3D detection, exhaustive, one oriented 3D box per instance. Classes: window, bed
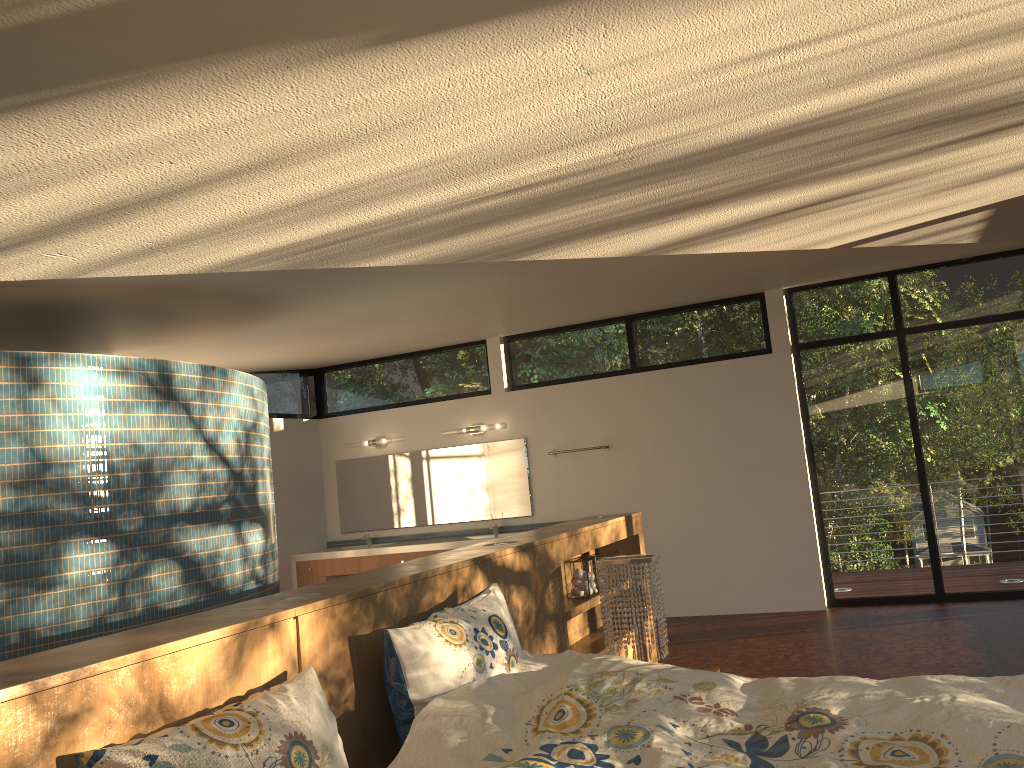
[{"bbox_3d":[-0.862,0.336,2.570,6.679,2.516,10.556,-9,-7,22],"label":"window"},{"bbox_3d":[0.570,1.010,1.793,2.102,0.713,1.872,-9,-7,22],"label":"bed"}]

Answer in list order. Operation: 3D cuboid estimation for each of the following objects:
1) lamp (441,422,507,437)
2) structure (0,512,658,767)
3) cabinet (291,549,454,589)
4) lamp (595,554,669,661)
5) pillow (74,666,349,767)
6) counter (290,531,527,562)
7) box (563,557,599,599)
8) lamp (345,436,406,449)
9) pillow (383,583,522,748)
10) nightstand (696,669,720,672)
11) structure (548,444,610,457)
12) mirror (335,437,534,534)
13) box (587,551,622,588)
[{"bbox_3d":[-0.321,0.398,7.726,0.605,0.070,0.120,-8,-7,21],"label":"lamp"},{"bbox_3d":[-0.609,1.038,2.111,0.300,0.975,5.933,-9,-7,24],"label":"structure"},{"bbox_3d":[-0.757,1.769,7.554,2.224,0.711,0.562,-8,-7,21],"label":"cabinet"},{"bbox_3d":[0.524,1.065,3.597,0.254,0.731,0.166,-8,-7,22],"label":"lamp"},{"bbox_3d":[-0.533,0.832,1.733,0.261,0.405,0.617,-9,-7,24],"label":"pillow"},{"bbox_3d":[-0.792,1.416,7.595,2.225,0.111,0.563,-8,-7,21],"label":"counter"},{"bbox_3d":[0.324,0.909,4.146,0.113,0.171,0.127,-8,-7,22],"label":"box"},{"bbox_3d":[-1.230,0.533,8.072,0.605,0.070,0.120,-8,-7,21],"label":"lamp"},{"bbox_3d":[-0.142,0.836,2.533,0.246,0.439,0.636,-9,-7,27],"label":"pillow"},{"bbox_3d":[0.509,1.375,3.402,0.466,0.347,0.794,-9,-7,23],"label":"nightstand"},{"bbox_3d":[0.559,0.556,7.411,0.525,0.056,0.203,-8,-7,21],"label":"structure"},{"bbox_3d":[-0.721,0.926,7.938,1.913,0.678,0.102,-8,-7,21],"label":"mirror"},{"bbox_3d":[0.472,0.933,4.449,0.130,0.156,0.161,-8,-7,22],"label":"box"}]
